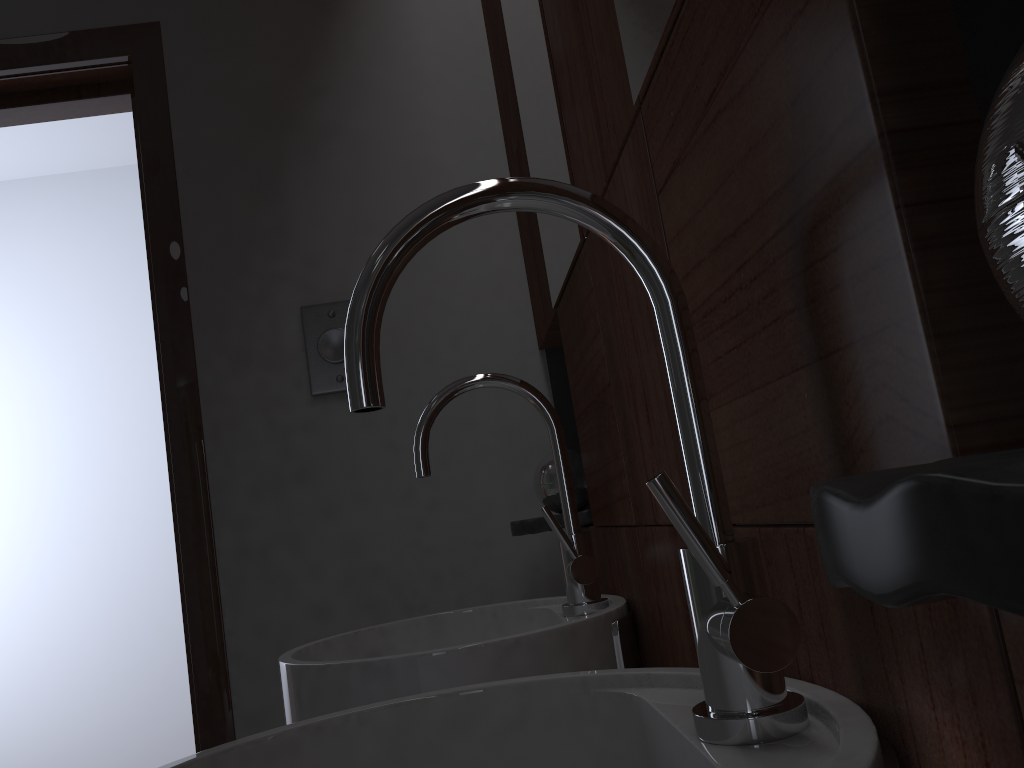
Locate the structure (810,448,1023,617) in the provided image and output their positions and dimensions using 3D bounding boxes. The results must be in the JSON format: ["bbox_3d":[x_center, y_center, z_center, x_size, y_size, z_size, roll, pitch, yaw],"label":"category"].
[{"bbox_3d":[0.171,0.012,0.166,0.222,0.023,0.220,-7,-9,-14],"label":"structure"}]

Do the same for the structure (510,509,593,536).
[{"bbox_3d":[0.107,0.212,1.401,0.220,0.023,0.222,-1,-12,-44],"label":"structure"}]

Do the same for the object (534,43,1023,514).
[{"bbox_3d":[0.118,0.055,0.790,0.104,0.104,1.350,-8,-9,-4],"label":"object"}]

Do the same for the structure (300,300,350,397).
[{"bbox_3d":[-0.313,-0.066,1.577,0.109,0.164,0.028,-8,-9,-4],"label":"structure"}]

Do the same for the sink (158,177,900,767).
[{"bbox_3d":[-0.026,0.246,0.436,0.417,0.715,0.415,-8,-9,-4],"label":"sink"}]

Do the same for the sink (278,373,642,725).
[{"bbox_3d":[-0.058,0.347,1.058,0.417,0.715,0.415,-8,-9,-4],"label":"sink"}]

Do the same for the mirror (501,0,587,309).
[{"bbox_3d":[0.023,-0.445,1.188,0.010,0.635,0.316,-8,-9,-4],"label":"mirror"}]

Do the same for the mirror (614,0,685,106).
[{"bbox_3d":[0.055,-0.546,0.563,0.010,0.635,0.316,-8,-9,-4],"label":"mirror"}]
